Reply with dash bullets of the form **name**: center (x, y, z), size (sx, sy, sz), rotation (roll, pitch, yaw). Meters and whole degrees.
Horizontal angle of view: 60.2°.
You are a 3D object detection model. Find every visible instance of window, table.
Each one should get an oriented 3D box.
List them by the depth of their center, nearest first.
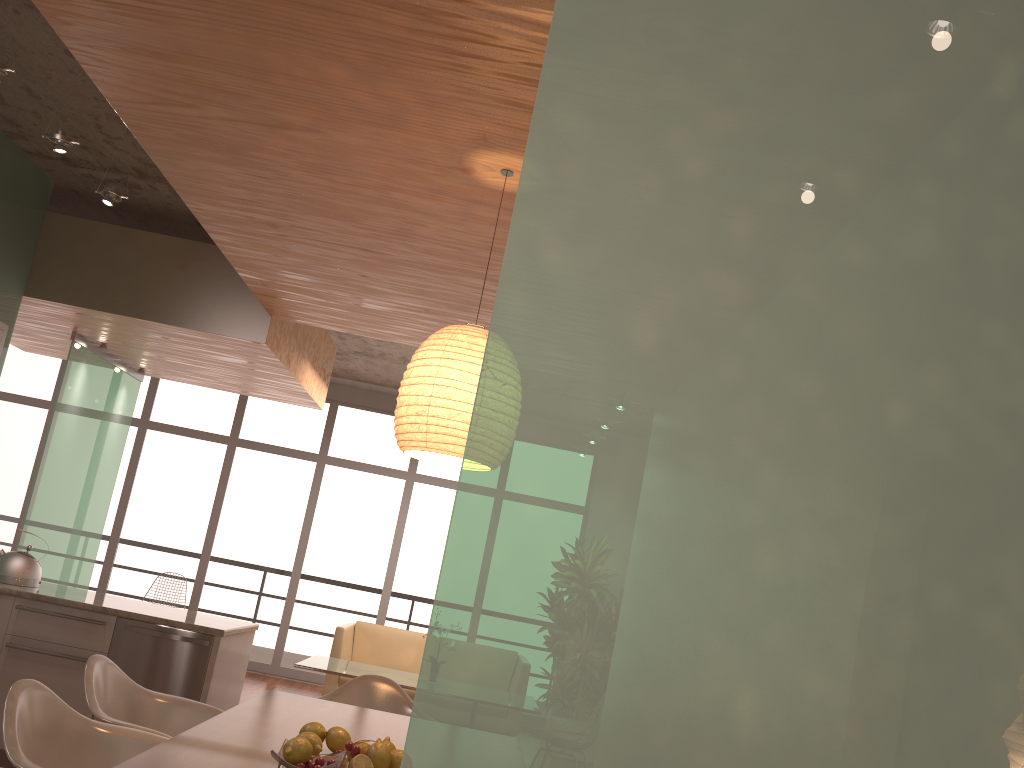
- **table**: center (-0.515, 1.491, 2.505), size (1.026, 0.797, 2.107), rotation (11, -12, 0)
- **table**: center (-0.771, 2.633, 6.982), size (1.870, 0.552, 0.955), rotation (11, -12, 0)
- **window**: center (-3.287, 1.391, 9.818), size (8.560, 3.237, 0.063), rotation (11, -8, 0)

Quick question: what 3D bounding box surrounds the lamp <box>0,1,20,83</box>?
- **lamp**: center (-1.993, -1.410, 3.472), size (0.154, 0.464, 0.103), rotation (17, -10, -33)

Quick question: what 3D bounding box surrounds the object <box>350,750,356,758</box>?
- **object**: center (-0.439, 1.030, 2.462), size (0.024, 0.026, 0.026), rotation (15, -11, -19)

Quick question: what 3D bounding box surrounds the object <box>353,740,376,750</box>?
- **object**: center (-0.418, 1.020, 2.500), size (0.071, 0.021, 0.065), rotation (22, -16, -39)

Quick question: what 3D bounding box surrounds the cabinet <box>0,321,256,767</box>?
- **cabinet**: center (-2.364, 0.570, 3.325), size (1.914, 2.241, 4.314), rotation (11, -12, 0)

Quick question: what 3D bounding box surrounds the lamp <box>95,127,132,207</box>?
- **lamp**: center (-2.041, -1.151, 4.599), size (0.154, 0.464, 0.103), rotation (17, -10, -33)

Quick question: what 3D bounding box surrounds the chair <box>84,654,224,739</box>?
- **chair**: center (-1.317, 1.481, 3.227), size (0.643, 0.849, 0.694), rotation (12, -10, -5)

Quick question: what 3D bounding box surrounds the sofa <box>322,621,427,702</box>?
- **sofa**: center (-0.788, 2.793, 8.269), size (1.801, 0.826, 0.893), rotation (11, -11, 0)

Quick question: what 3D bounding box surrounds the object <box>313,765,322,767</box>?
- **object**: center (-0.509, 1.008, 2.307), size (0.025, 0.026, 0.026), rotation (5, -12, 28)

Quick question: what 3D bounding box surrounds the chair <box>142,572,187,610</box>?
- **chair**: center (-3.706, 2.408, 9.191), size (0.543, 0.888, 0.569), rotation (11, -9, 0)

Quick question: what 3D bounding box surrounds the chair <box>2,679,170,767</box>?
- **chair**: center (-1.198, 1.338, 2.526), size (0.643, 0.849, 0.694), rotation (12, -10, -5)

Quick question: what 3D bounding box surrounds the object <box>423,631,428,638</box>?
- **object**: center (-0.578, 2.091, 7.033), size (0.298, 0.581, 0.376), rotation (12, -9, -6)

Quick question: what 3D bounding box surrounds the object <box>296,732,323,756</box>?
- **object**: center (-0.580, 1.026, 2.508), size (0.081, 0.071, 0.084), rotation (13, -11, -11)

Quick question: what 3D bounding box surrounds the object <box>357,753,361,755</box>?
- **object**: center (-0.421, 1.036, 2.443), size (0.026, 0.026, 0.024), rotation (11, -10, -1)

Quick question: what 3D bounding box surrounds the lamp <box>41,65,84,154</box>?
- **lamp**: center (-2.017, -1.280, 4.036), size (0.154, 0.464, 0.103), rotation (17, -10, -33)

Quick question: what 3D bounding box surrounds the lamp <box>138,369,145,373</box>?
- **lamp**: center (-3.068, -0.319, 7.438), size (0.104, 0.464, 0.154), rotation (15, -9, -27)

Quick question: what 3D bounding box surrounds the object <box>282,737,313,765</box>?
- **object**: center (-0.565, 0.969, 2.329), size (0.083, 0.070, 0.080), rotation (16, -12, -23)

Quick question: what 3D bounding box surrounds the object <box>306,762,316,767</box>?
- **object**: center (-0.527, 1.008, 2.322), size (0.026, 0.025, 0.026), rotation (6, -12, 24)

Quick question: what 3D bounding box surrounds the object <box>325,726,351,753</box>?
- **object**: center (-0.520, 1.069, 2.647), size (0.079, 0.076, 0.081), rotation (16, -12, -25)

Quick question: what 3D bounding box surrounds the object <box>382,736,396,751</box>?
- **object**: center (-0.369, 1.072, 2.553), size (0.072, 0.099, 0.075), rotation (4, -12, 34)

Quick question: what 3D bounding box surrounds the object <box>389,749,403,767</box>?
- **object**: center (-0.324, 1.076, 2.508), size (0.081, 0.071, 0.084), rotation (13, -11, -11)

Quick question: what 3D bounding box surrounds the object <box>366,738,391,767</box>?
- **object**: center (-0.373, 1.041, 2.464), size (0.074, 0.092, 0.076), rotation (10, -10, 8)

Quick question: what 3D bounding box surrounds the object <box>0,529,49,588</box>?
- **object**: center (-2.775, 0.976, 4.982), size (0.261, 0.301, 0.267), rotation (8, -11, 16)

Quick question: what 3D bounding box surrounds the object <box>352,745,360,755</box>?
- **object**: center (-0.433, 1.016, 2.451), size (0.024, 0.026, 0.026), rotation (15, -11, -19)

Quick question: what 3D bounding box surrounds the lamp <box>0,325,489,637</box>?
- **lamp**: center (-1.675, 0.453, 3.976), size (3.216, 1.328, 3.118), rotation (11, -12, 0)

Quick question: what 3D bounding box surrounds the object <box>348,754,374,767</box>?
- **object**: center (-0.407, 1.027, 2.363), size (0.063, 0.068, 0.075), rotation (3, -13, 37)

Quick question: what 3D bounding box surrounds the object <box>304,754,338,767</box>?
- **object**: center (-0.507, 1.014, 2.363), size (0.076, 0.042, 0.094), rotation (-1, -17, 44)

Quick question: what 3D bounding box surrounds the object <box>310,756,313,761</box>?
- **object**: center (-0.548, 1.011, 2.373), size (0.025, 0.026, 0.026), rotation (19, -13, -36)

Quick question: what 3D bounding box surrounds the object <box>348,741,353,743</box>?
- **object**: center (-0.460, 1.027, 2.506), size (0.025, 0.026, 0.026), rotation (18, -12, -32)

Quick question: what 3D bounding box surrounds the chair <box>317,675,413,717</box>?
- **chair**: center (-0.666, 1.786, 3.972), size (0.687, 0.849, 0.650), rotation (14, -10, -15)

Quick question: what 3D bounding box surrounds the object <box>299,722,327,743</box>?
- **object**: center (-0.602, 1.057, 2.661), size (0.078, 0.076, 0.081), rotation (14, -11, -14)

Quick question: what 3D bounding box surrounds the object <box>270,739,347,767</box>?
- **object**: center (-0.539, 0.998, 2.333), size (0.174, 0.059, 0.177), rotation (11, -13, 0)

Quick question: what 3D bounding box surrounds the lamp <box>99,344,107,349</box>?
- **lamp**: center (-3.036, -0.492, 6.683), size (0.104, 0.464, 0.154), rotation (15, -9, -27)

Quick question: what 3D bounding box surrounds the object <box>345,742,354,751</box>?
- **object**: center (-0.457, 1.018, 2.479), size (0.026, 0.026, 0.024), rotation (5, -12, 31)

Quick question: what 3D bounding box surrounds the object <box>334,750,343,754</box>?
- **object**: center (-0.505, 1.079, 2.574), size (0.026, 0.026, 0.024), rotation (11, -10, -1)

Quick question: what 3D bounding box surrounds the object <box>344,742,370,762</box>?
- **object**: center (-0.427, 1.059, 2.514), size (0.085, 0.073, 0.079), rotation (19, -13, -36)

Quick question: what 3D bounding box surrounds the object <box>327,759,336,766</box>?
- **object**: center (-0.477, 1.006, 2.335), size (0.026, 0.026, 0.023), rotation (9, -10, 12)
